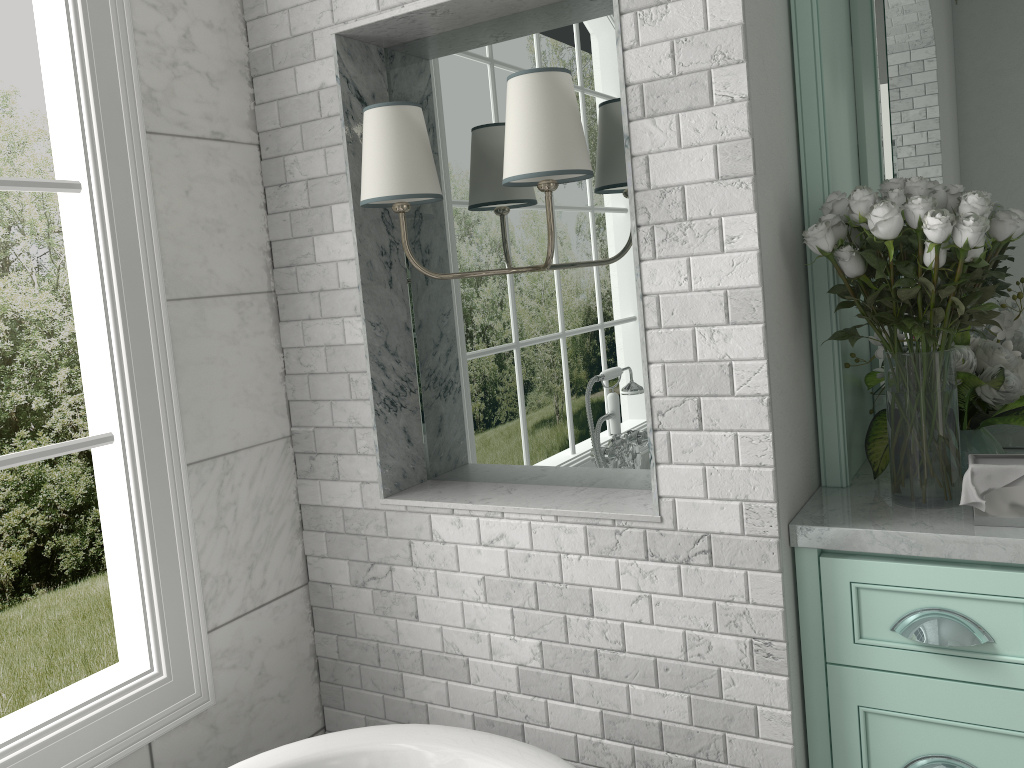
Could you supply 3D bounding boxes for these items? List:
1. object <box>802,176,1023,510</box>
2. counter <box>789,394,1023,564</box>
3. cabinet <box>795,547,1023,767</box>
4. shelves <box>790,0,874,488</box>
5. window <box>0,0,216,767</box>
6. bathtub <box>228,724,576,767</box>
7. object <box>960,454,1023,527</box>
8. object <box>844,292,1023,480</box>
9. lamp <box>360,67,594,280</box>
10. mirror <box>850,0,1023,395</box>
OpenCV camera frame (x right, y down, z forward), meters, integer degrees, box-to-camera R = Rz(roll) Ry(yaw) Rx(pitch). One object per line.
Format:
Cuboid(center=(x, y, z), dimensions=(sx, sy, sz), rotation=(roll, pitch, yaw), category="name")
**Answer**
Cuboid(center=(0.801, -0.082, 1.757), dimensions=(0.356, 0.651, 0.393), rotation=(-1, 7, 42), category="object")
Cuboid(center=(1.941, 0.139, 1.339), dimensions=(2.805, 0.180, 0.827), rotation=(-1, 8, 31), category="counter")
Cuboid(center=(1.990, 0.770, 1.371), dimensions=(2.795, 1.094, 0.867), rotation=(-1, 7, 31), category="cabinet")
Cuboid(center=(1.909, -0.882, 1.350), dimensions=(2.807, 2.116, 0.467), rotation=(-2, 6, 31), category="shelves")
Cuboid(center=(-1.285, -0.286, 1.157), dimensions=(0.118, 2.316, 1.839), rotation=(-3, 6, 31), category="window")
Cuboid(center=(-0.547, 1.231, 0.922), dimensions=(0.940, 0.755, 2.175), rotation=(-2, 8, 31), category="bathtub")
Cuboid(center=(0.889, 0.192, 1.613), dimensions=(0.136, 0.112, 0.147), rotation=(-2, 7, 26), category="object")
Cuboid(center=(0.999, 0.001, 1.956), dimensions=(0.452, 0.401, 0.396), rotation=(-2, 7, 32), category="object")
Cuboid(center=(-0.055, -0.425, 1.908), dimensions=(0.547, 0.382, 0.310), rotation=(-2, 7, 31), category="lamp")
Cuboid(center=(1.459, -0.942, 1.837), dimensions=(1.435, 1.927, 0.015), rotation=(-2, 6, 31), category="mirror")
